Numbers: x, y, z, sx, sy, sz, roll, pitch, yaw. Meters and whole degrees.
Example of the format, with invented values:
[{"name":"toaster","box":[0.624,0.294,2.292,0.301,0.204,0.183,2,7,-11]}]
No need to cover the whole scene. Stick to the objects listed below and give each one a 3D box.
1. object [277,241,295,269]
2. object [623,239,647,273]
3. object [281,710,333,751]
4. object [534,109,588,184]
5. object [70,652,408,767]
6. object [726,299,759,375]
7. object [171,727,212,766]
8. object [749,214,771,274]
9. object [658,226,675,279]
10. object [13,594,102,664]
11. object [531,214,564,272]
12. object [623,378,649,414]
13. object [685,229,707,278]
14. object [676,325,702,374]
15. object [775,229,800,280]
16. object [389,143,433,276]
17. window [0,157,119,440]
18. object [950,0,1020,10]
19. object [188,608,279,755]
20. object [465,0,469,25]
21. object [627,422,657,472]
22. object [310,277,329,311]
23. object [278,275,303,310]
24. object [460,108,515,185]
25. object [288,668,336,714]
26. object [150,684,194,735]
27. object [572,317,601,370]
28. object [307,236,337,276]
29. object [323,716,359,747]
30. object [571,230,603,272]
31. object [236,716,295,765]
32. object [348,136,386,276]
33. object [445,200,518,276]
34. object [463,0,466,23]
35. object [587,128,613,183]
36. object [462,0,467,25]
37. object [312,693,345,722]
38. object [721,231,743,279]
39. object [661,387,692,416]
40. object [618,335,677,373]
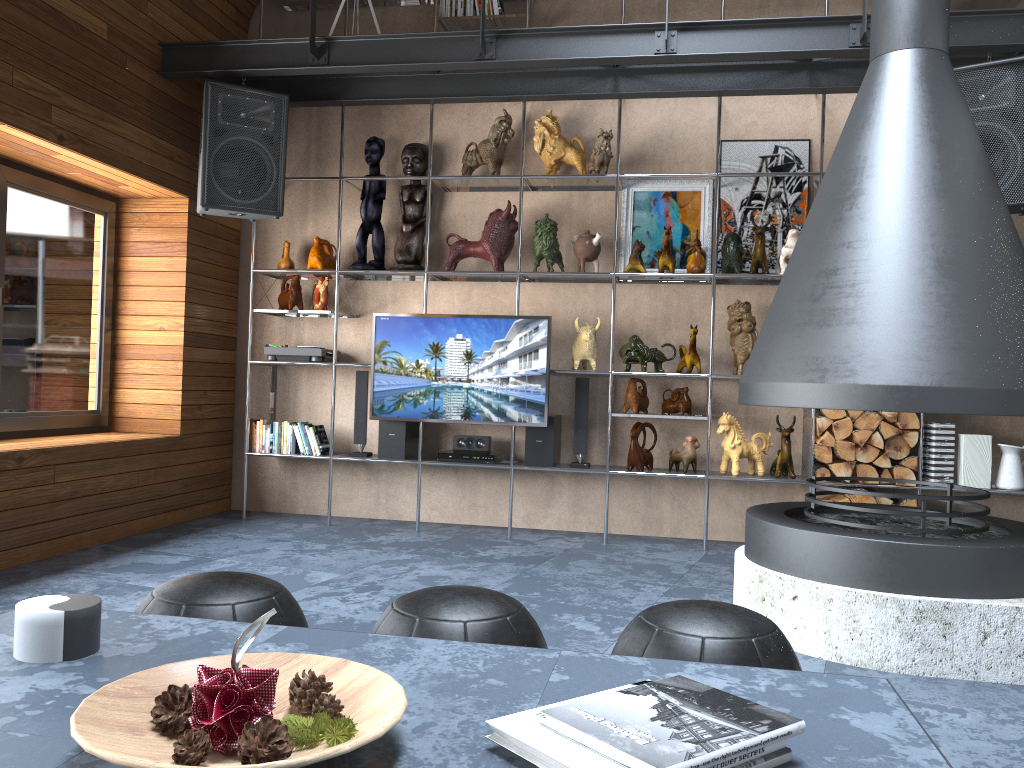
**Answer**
[{"name":"object","box":[-1.430,-0.815,5.650,0.107,0.209,0.233,2,0,-3]},{"name":"object","box":[0.747,-0.738,5.272,0.137,0.207,0.272,2,0,14]},{"name":"object","box":[-0.257,0.429,1.094,0.073,0.034,0.081,2,0,-1]},{"name":"object","box":[0.300,-1.450,5.421,0.328,0.458,0.215,2,0,15]},{"name":"object","box":[-0.331,0.424,1.105,0.395,0.061,0.395,2,0,3]},{"name":"object","box":[1.446,-0.264,5.128,0.405,0.451,0.210,2,0,3]},{"name":"object","box":[-0.360,0.411,1.000,0.044,0.042,0.042,2,0,10]},{"name":"object","box":[1.432,-0.792,5.110,0.116,0.358,0.198,2,0,18]},{"name":"object","box":[0.915,-0.771,5.232,0.097,0.290,0.290,2,0,9]},{"name":"object","box":[-0.748,0.401,1.462,0.126,0.081,0.126,2,0,-17]},{"name":"object","box":[0.216,-0.829,5.299,0.167,0.356,0.255,2,0,30]},{"name":"object","box":[0.742,0.071,5.240,0.108,0.214,0.217,2,0,35]},{"name":"object","box":[1.077,-0.760,5.180,0.123,0.270,0.227,2,0,10]},{"name":"object","box":[1.034,-0.199,5.206,0.097,0.290,0.290,2,0,-9]},{"name":"object","box":[1.597,-0.747,5.090,0.151,0.280,0.314,2,0,9]},{"name":"object","box":[-0.626,-1.102,5.550,0.237,0.840,0.305,2,0,13]},{"name":"window","box":[-2.939,-0.445,2.520,0.101,1.522,5.936,2,0,10]},{"name":"object","box":[2.632,-2.168,4.955,0.404,0.114,0.320,2,0,10]},{"name":"object","box":[-0.341,0.364,1.088,0.105,0.172,0.118,2,0,-27]},{"name":"object","box":[-0.265,-2.296,5.419,0.009,0.177,0.112,2,0,10]},{"name":"object","box":[0.755,0.368,5.209,0.114,0.290,0.249,2,0,36]},{"name":"object","box":[-1.218,-0.564,5.624,0.060,0.223,0.267,2,0,-34]},{"name":"object","box":[-1.416,-0.575,5.655,0.116,0.229,0.233,2,0,-40]},{"name":"object","box":[-0.149,-1.458,5.465,0.328,0.442,0.207,2,0,4]},{"name":"object","box":[-0.268,0.413,1.191,0.063,0.061,0.061,2,0,10]},{"name":"object","box":[-0.418,0.408,1.109,0.060,0.062,0.062,2,0,-29]},{"name":"object","box":[0.426,-0.234,5.268,0.154,0.310,0.325,2,0,-5]},{"name":"object","box":[-1.183,-0.807,5.608,0.138,0.222,0.278,2,0,21]},{"name":"object","box":[-0.203,0.416,1.058,0.039,0.039,0.048,2,0,7]},{"name":"object","box":[0.442,-0.778,5.246,0.237,0.266,0.164,2,0,27]},{"name":"object","box":[-0.282,0.413,1.011,0.061,0.062,0.064,2,0,42]},{"name":"object","box":[-0.893,-1.133,5.577,0.244,0.879,0.244,2,0,39]},{"name":"object","box":[-0.179,-0.885,5.388,0.462,0.441,0.219,2,0,10]},{"name":"object","box":[-0.277,-2.295,5.412,0.011,0.175,0.111,2,0,10]},{"name":"object","box":[0.528,-1.349,5.239,0.131,0.280,0.208,2,0,-8]},{"name":"object","box":[-0.286,-2.296,5.416,0.009,0.178,0.112,2,0,10]},{"name":"object","box":[-0.237,0.420,1.142,0.043,0.042,0.042,2,0,14]},{"name":"object","box":[1.281,-0.744,5.163,0.126,0.249,0.253,2,0,15]},{"name":"object","box":[0.958,0.099,5.178,0.105,0.168,0.210,2,0,-39]},{"name":"object","box":[0.773,-0.176,5.231,0.403,0.221,0.192,2,0,-43]}]
